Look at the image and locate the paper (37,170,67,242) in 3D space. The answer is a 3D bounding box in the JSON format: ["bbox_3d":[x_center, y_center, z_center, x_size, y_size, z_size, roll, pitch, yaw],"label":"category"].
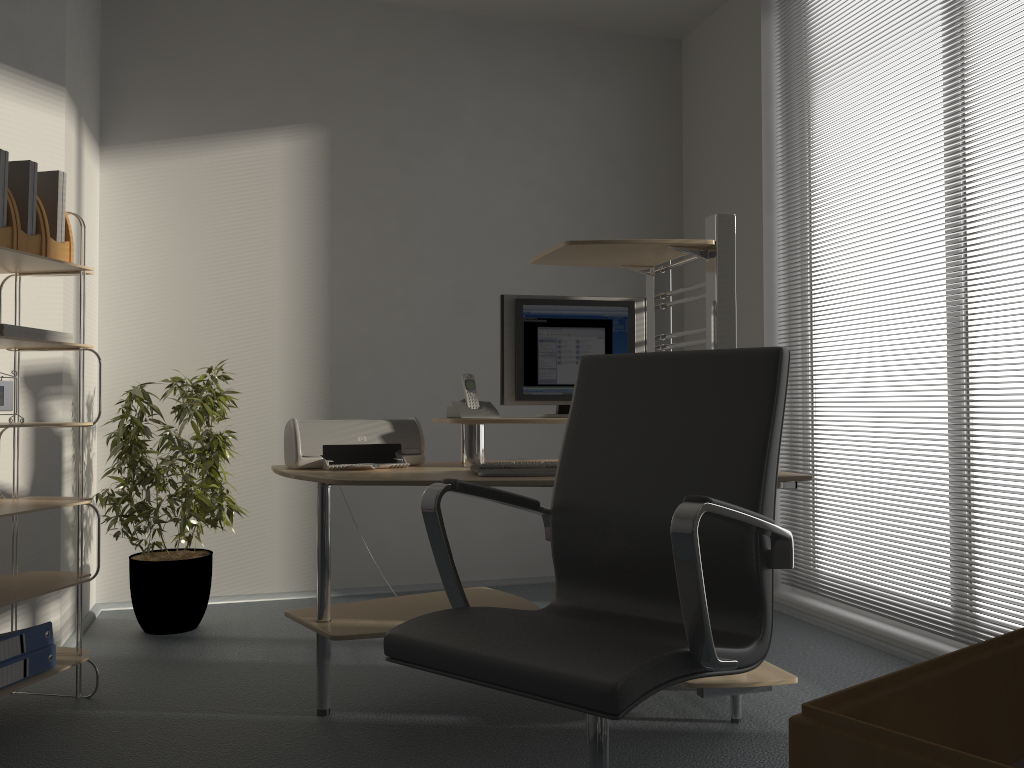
[{"bbox_3d":[-1.524,-0.523,2.824,0.213,0.297,0.045,-1,-1,14],"label":"paper"}]

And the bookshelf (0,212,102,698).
[{"bbox_3d":[-1.563,0.218,2.606,0.381,1.572,0.724,0,-1,11],"label":"bookshelf"}]

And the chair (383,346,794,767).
[{"bbox_3d":[0.166,0.448,1.658,0.584,1.048,0.652,-1,-2,39],"label":"chair"}]

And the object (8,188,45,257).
[{"bbox_3d":[-1.556,-0.507,2.682,0.243,0.259,0.113,0,-1,11],"label":"object"}]

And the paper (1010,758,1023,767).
[{"bbox_3d":[0.259,0.132,0.186,0.210,0.010,0.297,1,-2,-37],"label":"paper"}]

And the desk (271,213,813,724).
[{"bbox_3d":[0.019,0.218,2.773,1.469,1.566,0.967,0,-2,-16],"label":"desk"}]

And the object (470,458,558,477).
[{"bbox_3d":[0.077,0.282,2.894,0.478,0.082,0.814,0,-1,-9],"label":"object"}]

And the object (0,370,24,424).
[{"bbox_3d":[-1.543,0.037,2.598,0.077,0.161,0.192,-1,-2,29],"label":"object"}]

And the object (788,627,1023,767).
[{"bbox_3d":[0.258,0.115,0.187,0.225,0.060,0.309,1,-2,-37],"label":"object"}]

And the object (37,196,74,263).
[{"bbox_3d":[-1.527,-0.504,2.803,0.243,0.259,0.113,-1,-1,14],"label":"object"}]

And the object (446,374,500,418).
[{"bbox_3d":[-0.134,0.039,2.989,0.150,0.151,0.119,1,-2,-31],"label":"object"}]

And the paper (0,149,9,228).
[{"bbox_3d":[-1.576,-0.529,2.581,0.213,0.297,0.045,0,-1,9],"label":"paper"}]

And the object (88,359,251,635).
[{"bbox_3d":[-1.404,0.464,3.741,0.544,1.147,0.644,0,-1,12],"label":"object"}]

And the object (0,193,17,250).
[{"bbox_3d":[-1.577,-0.510,2.560,0.243,0.259,0.113,0,-1,9],"label":"object"}]

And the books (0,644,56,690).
[{"bbox_3d":[-1.550,0.827,2.575,0.262,0.072,0.320,0,-1,12],"label":"books"}]

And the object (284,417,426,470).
[{"bbox_3d":[-0.489,0.190,2.875,0.438,0.162,0.351,1,-2,-25],"label":"object"}]

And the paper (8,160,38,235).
[{"bbox_3d":[-1.554,-0.526,2.703,0.213,0.297,0.045,0,-1,11],"label":"paper"}]

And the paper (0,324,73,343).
[{"bbox_3d":[-1.533,-0.146,2.706,0.213,0.046,0.297,0,-1,11],"label":"paper"}]

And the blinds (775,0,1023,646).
[{"bbox_3d":[1.546,-0.467,3.253,0.037,2.749,1.950,0,-2,-16],"label":"blinds"}]

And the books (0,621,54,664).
[{"bbox_3d":[-1.560,0.772,2.578,0.263,0.100,0.320,0,-1,12],"label":"books"}]

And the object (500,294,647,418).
[{"bbox_3d":[0.214,-0.092,3.120,0.516,0.418,0.245,0,-1,-2],"label":"object"}]
